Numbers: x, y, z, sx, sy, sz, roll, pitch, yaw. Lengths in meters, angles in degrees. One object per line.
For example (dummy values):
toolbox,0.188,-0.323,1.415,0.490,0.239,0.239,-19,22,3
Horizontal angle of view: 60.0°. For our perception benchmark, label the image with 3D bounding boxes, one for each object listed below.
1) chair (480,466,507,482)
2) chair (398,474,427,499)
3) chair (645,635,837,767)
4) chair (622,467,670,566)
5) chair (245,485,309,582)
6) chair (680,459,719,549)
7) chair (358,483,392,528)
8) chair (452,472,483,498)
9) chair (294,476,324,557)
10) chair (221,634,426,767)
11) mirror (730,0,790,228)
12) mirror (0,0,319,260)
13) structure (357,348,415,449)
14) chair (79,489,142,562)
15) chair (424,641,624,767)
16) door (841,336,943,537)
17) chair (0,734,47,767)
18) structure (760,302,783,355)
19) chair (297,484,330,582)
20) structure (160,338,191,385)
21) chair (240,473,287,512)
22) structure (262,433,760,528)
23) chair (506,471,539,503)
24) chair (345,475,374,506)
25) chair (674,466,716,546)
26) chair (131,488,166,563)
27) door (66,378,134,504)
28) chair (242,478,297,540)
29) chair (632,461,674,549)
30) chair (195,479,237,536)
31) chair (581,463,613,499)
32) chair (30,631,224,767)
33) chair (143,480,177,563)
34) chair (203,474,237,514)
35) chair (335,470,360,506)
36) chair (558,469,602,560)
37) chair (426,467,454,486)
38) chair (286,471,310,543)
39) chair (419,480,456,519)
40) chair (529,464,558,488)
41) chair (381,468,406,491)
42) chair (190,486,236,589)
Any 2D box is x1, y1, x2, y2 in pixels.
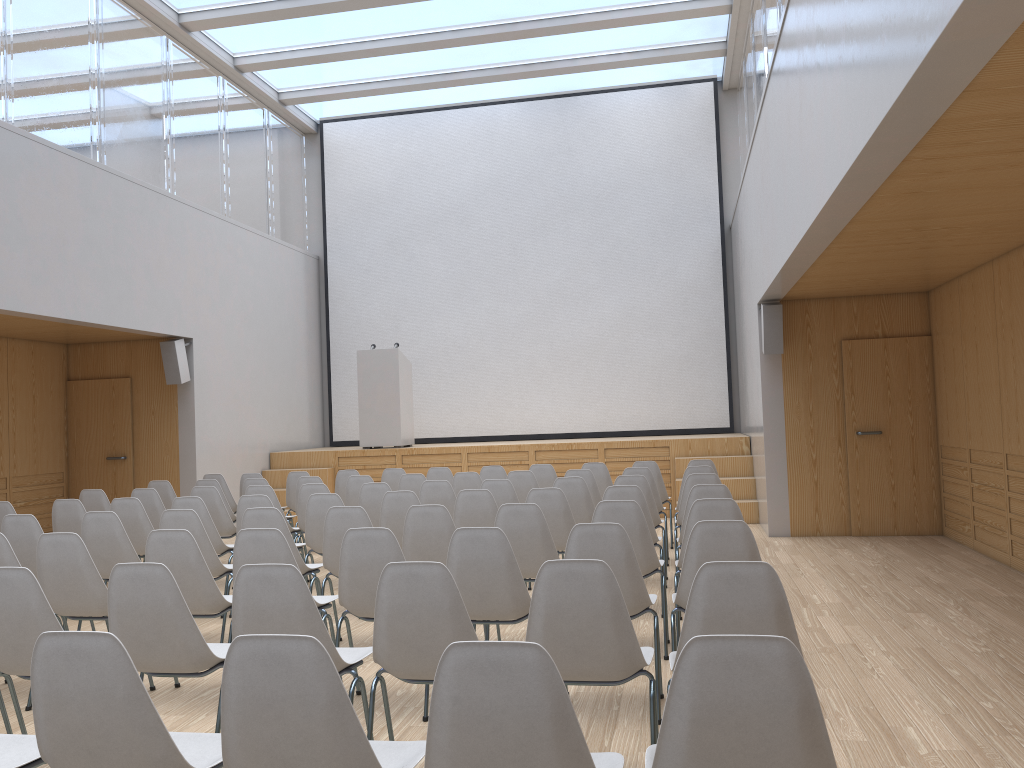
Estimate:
chair,-0.136,1.279,9.261,0.479,0.876,0.505,-3,-2,11
chair,-0.855,1.273,8.422,0.479,0.876,0.505,-3,-2,11
chair,0.538,0.967,2.076,0.479,0.876,0.505,-3,-2,11
chair,1.166,1.180,8.053,0.479,0.876,0.505,-3,-2,11
chair,-2.041,1.288,7.612,0.479,0.876,0.505,-3,-2,11
chair,1.913,1.185,8.909,0.479,0.876,0.505,-3,-2,11
chair,-1.038,1.238,7.356,0.479,0.876,0.505,-3,-2,11
chair,-0.353,1.251,8.354,0.479,0.876,0.505,-3,-2,11
chair,-1.857,1.321,8.633,0.479,0.876,0.505,-3,-2,11
chair,-0.473,1.013,2.242,0.479,0.876,0.505,-3,-2,11
mirror,1.655,-3.657,4.535,0.253,2.089,17.829,-3,-2,11
mirror,-5.008,-3.346,5.813,0.253,2.089,17.829,-3,-2,11
structure,-1.782,0.214,12.555,0.605,1.379,0.605,-3,-2,11
chair,-3.592,1.362,7.948,0.479,0.876,0.505,-3,-2,11
chair,0.028,0.988,2.105,0.479,0.876,0.505,-3,-2,11
door,3.887,0.539,9.063,0.873,2.024,0.108,-3,-2,11
chair,-1.515,1.060,2.401,0.479,0.876,0.505,-3,-2,11
structure,2.697,-0.576,9.203,0.196,0.542,0.368,-3,-2,11
chair,-1.572,1.267,7.542,0.479,0.876,0.505,-3,-2,11
structure,-3.967,-0.265,10.482,0.196,0.542,0.368,-3,-2,11
chair,-2.725,1.398,9.716,0.479,0.876,0.505,-3,-2,11
structure,-0.056,1.346,12.413,6.552,1.027,2.728,-3,-2,11
chair,0.141,1.227,8.231,0.479,0.876,0.505,-3,-2,11
chair,-1.354,1.295,8.477,0.479,0.876,0.505,-3,-2,11
chair,1.683,1.153,7.894,0.479,0.876,0.505,-3,-2,11
chair,-3.073,1.335,7.789,0.479,0.876,0.505,-3,-2,11
door,-5.027,0.955,10.773,0.873,2.024,0.108,-3,-2,11
chair,-2.380,1.343,8.674,0.479,0.876,0.505,-3,-2,11
chair,1.385,1.210,9.039,0.479,0.876,0.505,-3,-2,11
chair,-2.890,1.368,8.813,0.479,0.876,0.505,-3,-2,11
chair,0.884,1.233,9.106,0.479,0.876,0.505,-3,-2,11
chair,-0.981,1.038,2.358,0.479,0.876,0.505,-3,-2,11
chair,-3.404,1.394,8.940,0.479,0.876,0.505,-3,-2,11
chair,-3.193,1.423,9.889,0.479,0.876,0.505,-3,-2,11
chair,-1.673,1.352,9.597,0.479,0.876,0.505,-3,-2,11
chair,0.655,1.201,8.091,0.479,0.876,0.505,-3,-2,11
chair,-0.690,1.305,9.388,0.479,0.876,0.505,-3,-2,11
chair,-2.210,1.375,9.659,0.479,0.876,0.505,-3,-2,11
chair,-0.550,1.220,7.364,0.479,0.876,0.505,-3,-2,11
chair,0.361,1.258,9.225,0.479,0.876,0.505,-3,-2,11
chair,-1.177,1.330,9.530,0.479,0.876,0.505,-3,-2,11
chair,-2.551,1.313,7.758,0.479,0.876,0.505,-3,-2,11
